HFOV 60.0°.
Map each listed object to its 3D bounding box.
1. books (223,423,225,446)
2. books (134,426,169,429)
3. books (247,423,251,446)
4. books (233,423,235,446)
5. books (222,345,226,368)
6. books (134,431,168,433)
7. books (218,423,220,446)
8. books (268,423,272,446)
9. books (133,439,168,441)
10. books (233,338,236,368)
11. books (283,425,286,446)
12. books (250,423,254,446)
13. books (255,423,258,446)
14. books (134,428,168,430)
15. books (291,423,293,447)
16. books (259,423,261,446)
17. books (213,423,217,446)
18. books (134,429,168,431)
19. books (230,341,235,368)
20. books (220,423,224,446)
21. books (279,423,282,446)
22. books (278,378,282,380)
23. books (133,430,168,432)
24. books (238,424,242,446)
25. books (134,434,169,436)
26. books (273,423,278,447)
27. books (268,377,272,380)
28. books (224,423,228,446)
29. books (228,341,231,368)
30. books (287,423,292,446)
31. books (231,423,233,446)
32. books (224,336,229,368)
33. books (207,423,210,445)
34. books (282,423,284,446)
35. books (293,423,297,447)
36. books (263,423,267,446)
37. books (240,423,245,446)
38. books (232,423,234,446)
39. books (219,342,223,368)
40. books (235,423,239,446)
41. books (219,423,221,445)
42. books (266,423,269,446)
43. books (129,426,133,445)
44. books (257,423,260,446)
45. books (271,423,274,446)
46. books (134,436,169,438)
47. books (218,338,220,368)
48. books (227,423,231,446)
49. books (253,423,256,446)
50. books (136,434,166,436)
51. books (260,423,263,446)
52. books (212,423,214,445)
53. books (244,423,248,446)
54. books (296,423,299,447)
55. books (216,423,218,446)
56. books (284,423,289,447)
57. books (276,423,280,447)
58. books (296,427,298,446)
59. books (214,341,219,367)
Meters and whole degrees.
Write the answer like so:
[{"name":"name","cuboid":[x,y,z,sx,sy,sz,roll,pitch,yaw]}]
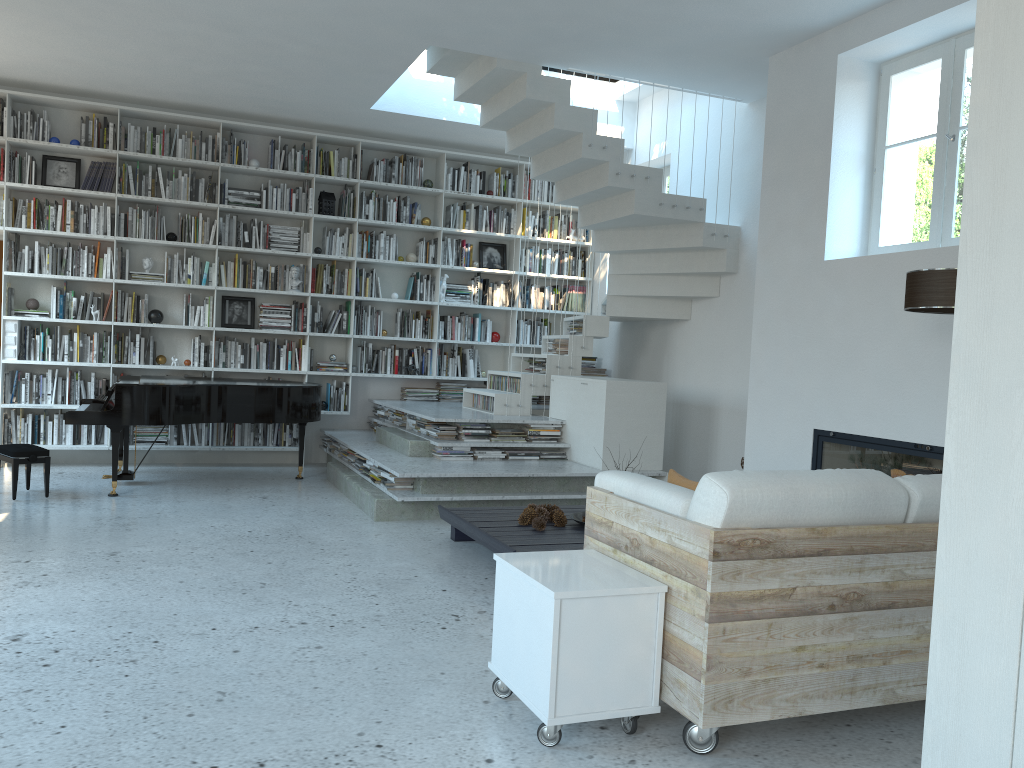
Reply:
[{"name":"books","cuboid":[-2.692,0.401,8.281,0.012,0.337,0.144,2,3,-22]},{"name":"books","cuboid":[-3.275,0.392,8.052,0.285,0.005,0.159,2,2,-25]},{"name":"books","cuboid":[-2.488,0.446,8.375,0.028,0.261,0.132,2,3,-22]},{"name":"books","cuboid":[-2.614,0.444,8.329,0.012,0.255,0.150,2,3,-22]},{"name":"books","cuboid":[-2.684,-0.257,8.244,0.024,0.208,0.169,2,3,-22]},{"name":"books","cuboid":[-3.281,0.430,8.055,0.285,0.005,0.159,2,2,-24]},{"name":"books","cuboid":[-2.739,0.398,8.270,0.014,0.340,0.139,2,3,-22]},{"name":"books","cuboid":[-2.306,0.479,8.428,0.029,0.210,0.170,2,3,-22]},{"name":"books","cuboid":[-3.279,0.504,8.053,0.285,0.007,0.159,2,2,-17]},{"name":"books","cuboid":[-2.589,-0.291,8.269,0.013,0.282,0.166,2,3,-22]},{"name":"books","cuboid":[-2.187,0.492,8.492,0.024,0.191,0.155,2,3,-22]},{"name":"books","cuboid":[-2.464,0.476,8.385,0.024,0.203,0.144,2,3,-22]},{"name":"books","cuboid":[-2.427,0.473,8.390,0.022,0.213,0.167,2,3,-22]},{"name":"books","cuboid":[-3.278,0.403,8.049,0.285,0.005,0.159,2,2,-26]},{"name":"books","cuboid":[-2.120,0.463,8.509,0.013,0.256,0.176,2,3,-22]},{"name":"books","cuboid":[-2.393,0.437,8.393,0.014,0.288,0.184,2,3,-22]},{"name":"books","cuboid":[-2.766,0.439,8.244,0.026,0.256,0.183,2,3,-22]},{"name":"books","cuboid":[-3.281,0.414,8.056,0.285,0.005,0.159,2,2,-23]},{"name":"books","cuboid":[-2.610,-0.273,8.265,0.027,0.246,0.179,2,3,-22]},{"name":"books","cuboid":[-2.715,0.437,8.285,0.025,0.264,0.144,2,3,-22]},{"name":"books","cuboid":[-2.222,0.467,8.481,0.028,0.239,0.140,2,3,-22]},{"name":"books","cuboid":[-2.202,0.093,8.389,0.015,0.293,0.169,2,3,-22]},{"name":"books","cuboid":[-3.281,0.419,8.057,0.285,0.005,0.159,2,2,-21]},{"name":"books","cuboid":[-2.572,0.475,8.354,0.030,0.197,0.143,2,3,-22]},{"name":"books","cuboid":[-3.277,0.463,8.051,0.285,0.007,0.159,2,2,-27]},{"name":"books","cuboid":[-2.257,0.461,8.437,0.044,0.251,0.186,2,3,-22]},{"name":"books","cuboid":[-2.286,0.085,8.350,0.013,0.303,0.181,2,3,-22]},{"name":"books","cuboid":[-2.672,0.415,8.291,0.034,0.311,0.170,2,3,-22]},{"name":"books","cuboid":[-2.640,-0.276,8.272,0.024,0.248,0.132,2,3,-22]},{"name":"books","cuboid":[-2.142,0.476,8.510,0.028,0.228,0.161,2,3,-22]},{"name":"books","cuboid":[-2.634,0.452,8.316,0.012,0.239,0.128,2,3,-22]},{"name":"books","cuboid":[-2.665,-0.298,8.267,0.027,0.291,0.140,2,3,-22]},{"name":"books","cuboid":[-2.827,0.445,8.250,0.021,0.238,0.115,2,3,-22]},{"name":"books","cuboid":[-2.198,0.459,8.474,0.011,0.258,0.171,2,3,-22]},{"name":"books","cuboid":[-2.099,0.483,8.512,0.029,0.218,0.190,2,3,-22]},{"name":"books","cuboid":[-2.357,0.475,8.437,0.040,0.212,0.129,2,3,-22]},{"name":"books","cuboid":[-2.540,0.428,8.351,0.026,0.294,0.155,2,3,-22]},{"name":"books","cuboid":[-2.624,0.434,8.324,0.012,0.276,0.154,2,3,-22]},{"name":"books","cuboid":[-2.703,-0.270,8.222,0.027,0.234,0.167,2,3,-22]},{"name":"books","cuboid":[-2.587,0.471,8.315,0.028,0.206,0.174,2,3,-22]},{"name":"books","cuboid":[-2.735,0.438,8.288,0.010,0.259,0.131,2,3,-22]},{"name":"books","cuboid":[-2.322,0.481,8.417,0.010,0.206,0.179,2,3,-22]},{"name":"books","cuboid":[-3.431,0.402,7.996,0.027,0.282,0.129,2,3,-22]},{"name":"books","cuboid":[-2.405,0.413,8.386,0.014,0.336,0.182,2,3,-22]},{"name":"books","cuboid":[-2.285,0.438,8.435,0.011,0.293,0.184,2,3,-22]},{"name":"books","cuboid":[-3.279,0.476,8.054,0.285,0.007,0.159,2,2,-26]},{"name":"books","cuboid":[-2.723,-0.292,8.224,0.011,0.275,0.145,2,3,-22]},{"name":"books","cuboid":[-2.652,0.447,8.313,0.022,0.247,0.143,2,3,-22]},{"name":"books","cuboid":[-2.440,0.437,8.378,0.013,0.285,0.184,2,3,-22]},{"name":"books","cuboid":[-3.280,0.455,8.059,0.254,0.007,0.160,2,2,-21]},{"name":"books","cuboid":[-2.382,0.450,8.415,0.024,0.262,0.131,2,3,-22]},{"name":"books","cuboid":[-2.792,0.447,8.260,0.010,0.238,0.134,2,3,-22]},{"name":"books","cuboid":[-2.516,0.458,8.366,0.030,0.235,0.138,2,3,-22]},{"name":"books","cuboid":[-2.025,0.462,8.480,0.038,0.269,0.277,2,3,-22]},{"name":"books","cuboid":[-2.746,0.418,8.251,0.014,0.301,0.184,2,3,-22]},{"name":"books","cuboid":[-2.162,0.487,8.490,0.022,0.205,0.191,2,3,-22]},{"name":"books","cuboid":[-2.230,0.429,8.450,0.013,0.317,0.186,2,3,-22]},{"name":"books","cuboid":[-2.081,0.501,8.534,0.023,0.182,0.148,2,3,-22]},{"name":"books","cuboid":[-2.745,-0.278,8.224,0.029,0.244,0.154,2,3,-22]}]
